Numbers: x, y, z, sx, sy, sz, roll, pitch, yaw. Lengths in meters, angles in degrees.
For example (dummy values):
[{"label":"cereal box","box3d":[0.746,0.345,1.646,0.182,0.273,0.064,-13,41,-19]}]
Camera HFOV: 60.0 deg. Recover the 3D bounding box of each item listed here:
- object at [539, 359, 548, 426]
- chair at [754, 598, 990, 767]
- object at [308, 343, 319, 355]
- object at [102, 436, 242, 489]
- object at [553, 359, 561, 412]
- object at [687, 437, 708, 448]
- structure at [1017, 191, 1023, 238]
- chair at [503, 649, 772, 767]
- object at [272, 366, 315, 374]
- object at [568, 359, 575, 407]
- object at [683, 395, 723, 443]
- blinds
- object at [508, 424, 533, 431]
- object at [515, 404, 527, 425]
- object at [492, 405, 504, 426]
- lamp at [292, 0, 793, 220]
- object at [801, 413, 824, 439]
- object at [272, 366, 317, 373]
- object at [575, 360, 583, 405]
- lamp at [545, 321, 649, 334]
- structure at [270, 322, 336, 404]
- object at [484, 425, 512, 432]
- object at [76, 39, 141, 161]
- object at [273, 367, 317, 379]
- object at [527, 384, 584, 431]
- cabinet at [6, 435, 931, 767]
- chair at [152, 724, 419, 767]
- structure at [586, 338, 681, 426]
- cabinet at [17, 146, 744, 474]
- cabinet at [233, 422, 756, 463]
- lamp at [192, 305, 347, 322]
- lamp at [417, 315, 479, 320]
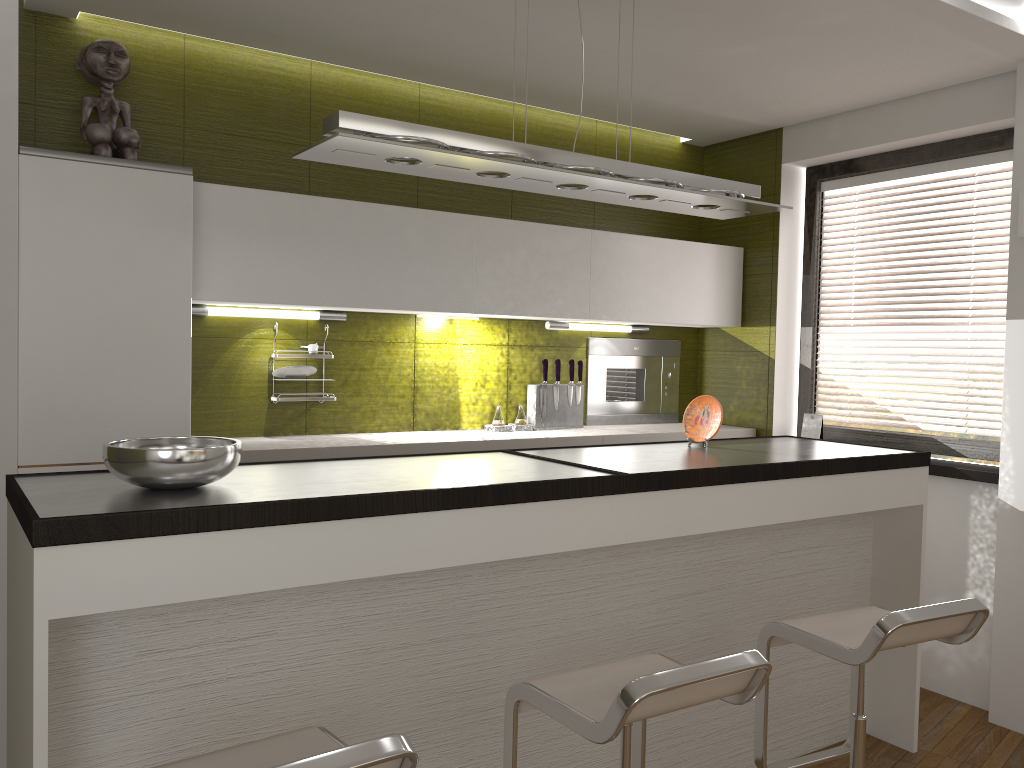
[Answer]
[{"label":"object","box3d":[0.153,0.045,4.356,0.046,0.339,0.013,0,3,-33]},{"label":"chair","box3d":[0.966,0.976,2.431,0.418,0.857,0.460,0,2,-28]},{"label":"object","box3d":[-0.855,-0.149,3.806,0.046,0.053,0.051,1,2,-2]},{"label":"object","box3d":[-0.811,0.192,2.129,0.311,0.105,0.311,1,2,-21]},{"label":"object","box3d":[0.220,0.008,4.399,0.042,0.264,0.013,0,3,-33]},{"label":"object","box3d":[0.716,0.169,3.334,0.072,0.131,0.088,0,3,-38]},{"label":"structure","box3d":[2.060,-0.664,3.434,0.026,0.180,0.180,0,3,-33]},{"label":"chair","box3d":[0.261,0.977,1.963,0.418,0.857,0.460,0,3,-33]},{"label":"object","box3d":[-0.912,-0.050,3.721,0.181,0.052,0.173,0,3,-33]},{"label":"object","box3d":[0.294,-0.003,4.447,0.036,0.243,0.013,0,3,-33]},{"label":"object","box3d":[0.717,0.131,3.333,0.055,0.178,0.184,0,3,-37]},{"label":"blinds","box3d":[2.834,-3.046,8.195,16.000,12.704,9.030,2,2,6]},{"label":"object","box3d":[0.042,0.213,4.346,0.107,0.032,0.107,0,2,-22]},{"label":"object","box3d":[0.043,0.158,4.343,0.059,0.121,0.059,2,2,24]},{"label":"object","box3d":[-0.065,0.159,4.257,0.059,0.121,0.059,2,2,12]},{"label":"lamp","box3d":[0.195,-0.951,2.742,1.677,0.683,0.326,0,3,-33]},{"label":"object","box3d":[1.526,0.238,4.501,0.057,0.169,0.106,0,3,-39]},{"label":"object","box3d":[-0.912,-0.053,3.722,0.181,0.052,0.173,0,3,-33]},{"label":"object","box3d":[0.337,-0.004,4.475,0.040,0.231,0.013,0,3,-33]},{"label":"lamp","box3d":[0.460,-0.296,4.668,0.716,0.041,0.095,0,3,-34]},{"label":"structure","box3d":[-0.887,-0.088,3.775,0.266,0.346,0.110,0,3,-33]},{"label":"object","box3d":[-0.067,0.214,4.259,0.107,0.032,0.107,0,3,-33]},{"label":"object","box3d":[-1.456,-1.013,3.207,0.195,0.488,0.304,0,3,-36]},{"label":"object","box3d":[-0.912,-0.047,3.721,0.181,0.052,0.173,0,3,-33]},{"label":"object","box3d":[0.218,0.116,4.452,0.293,0.227,0.107,0,3,-33]},{"label":"cabinet","box3d":[0.132,0.805,2.777,2.947,1.134,0.663,0,3,-33]},{"label":"chair","box3d":[-0.445,0.979,1.495,0.418,0.857,0.460,0,3,-38]},{"label":"structure","box3d":[0.677,-0.010,4.867,0.663,0.469,0.015,0,3,-33]},{"label":"cabinet","box3d":[-0.334,0.268,4.099,3.471,2.089,0.724,0,3,-33]},{"label":"cabinet","box3d":[-0.056,0.774,4.162,2.940,1.086,0.465,0,3,-33]},{"label":"lamp","box3d":[-1.036,-0.295,3.712,0.715,0.041,0.041,0,3,-33]},{"label":"lamp","box3d":[-0.301,-0.316,4.214,0.334,0.008,0.008,0,3,-33]}]
